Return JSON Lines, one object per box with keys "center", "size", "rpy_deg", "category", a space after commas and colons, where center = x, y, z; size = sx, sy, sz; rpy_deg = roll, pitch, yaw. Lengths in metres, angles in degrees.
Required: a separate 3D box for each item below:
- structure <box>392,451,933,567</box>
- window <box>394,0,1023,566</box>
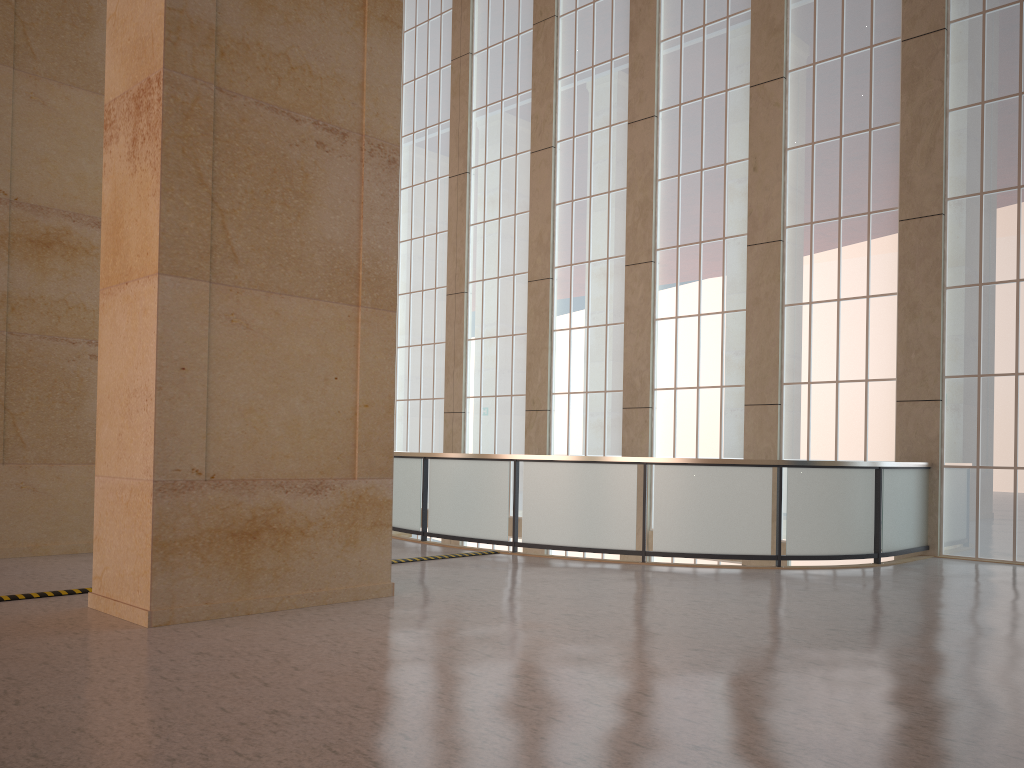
{"center": [1.083, 2.361, 18.159], "size": [13.077, 1.793, 5.257], "rpy_deg": [-2, -5, 34], "category": "structure"}
{"center": [-43.330, 2.971, 66.425], "size": [164.940, 28.625, 0.010], "rpy_deg": [-3, -3, 44], "category": "window"}
